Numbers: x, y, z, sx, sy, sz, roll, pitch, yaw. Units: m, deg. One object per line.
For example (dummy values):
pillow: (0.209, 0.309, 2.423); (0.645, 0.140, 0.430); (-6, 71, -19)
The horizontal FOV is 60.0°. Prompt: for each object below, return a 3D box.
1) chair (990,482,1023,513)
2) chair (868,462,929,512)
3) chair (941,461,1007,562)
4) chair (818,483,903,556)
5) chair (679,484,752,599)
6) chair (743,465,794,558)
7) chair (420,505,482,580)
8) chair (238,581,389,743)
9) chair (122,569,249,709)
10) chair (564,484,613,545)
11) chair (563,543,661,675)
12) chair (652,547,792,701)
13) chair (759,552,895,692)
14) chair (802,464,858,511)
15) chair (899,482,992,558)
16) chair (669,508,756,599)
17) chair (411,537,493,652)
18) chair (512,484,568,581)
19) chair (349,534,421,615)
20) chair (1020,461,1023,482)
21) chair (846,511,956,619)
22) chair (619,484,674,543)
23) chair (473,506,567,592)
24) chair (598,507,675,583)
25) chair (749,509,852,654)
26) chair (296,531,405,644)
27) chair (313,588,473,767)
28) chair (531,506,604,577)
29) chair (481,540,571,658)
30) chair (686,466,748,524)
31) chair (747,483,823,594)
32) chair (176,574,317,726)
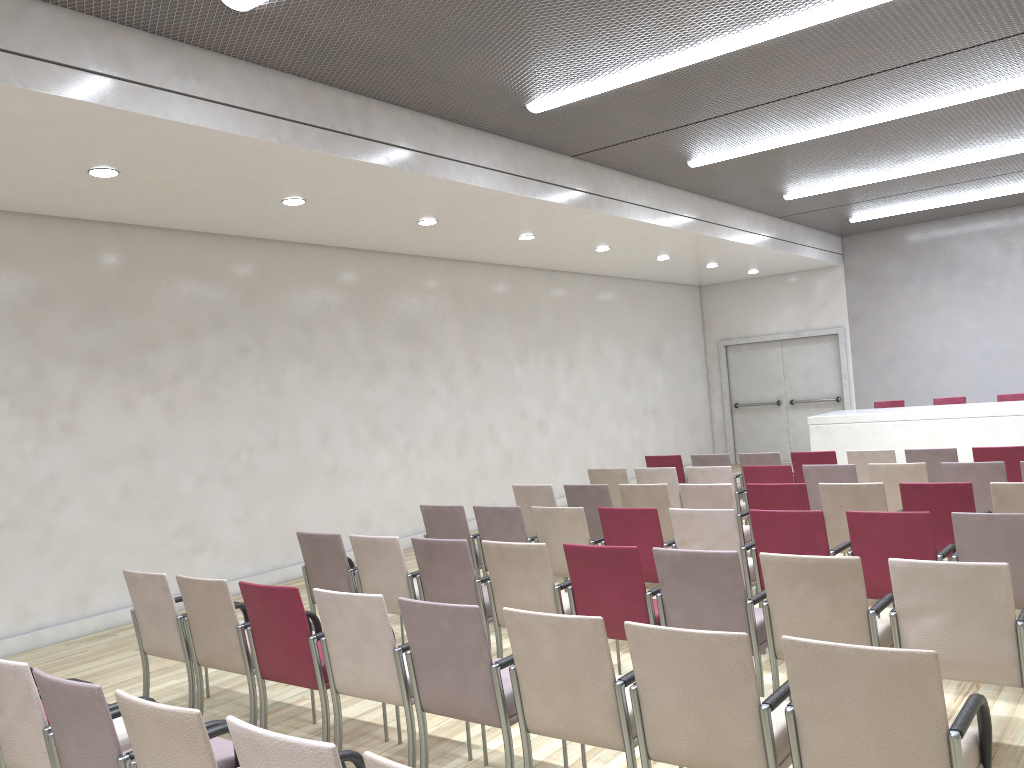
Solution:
chair: (3.443, 1.043, 5.763); (0.513, 0.890, 0.640); (-5, -1, 37)
chair: (3.323, 1.072, 7.408); (0.513, 0.890, 0.640); (-5, -1, 37)
chair: (3.758, 1.032, 7.058); (0.513, 0.890, 0.640); (-5, -1, 38)
chair: (2.576, 1.122, 6.429); (0.513, 0.890, 0.640); (-5, -1, 37)
chair: (1.705, 1.202, 7.084); (0.513, 0.890, 0.640); (-5, -1, 38)
chair: (2.463, 1.151, 8.072); (0.513, 0.890, 0.640); (-5, -1, 37)
chair: (-0.342, 1.372, 7.118); (0.513, 0.890, 0.640); (-5, -1, 37)
chair: (-0.966, 1.392, 4.488); (0.513, 0.890, 0.640); (-5, -1, 37)
chair: (-1.836, 1.472, 5.159); (0.513, 0.890, 0.640); (-5, -1, 38)
chair: (0.833, 1.282, 7.753); (0.513, 0.890, 0.640); (-5, -1, 37)
chair: (0.659, 1.262, 4.810); (0.513, 0.890, 0.640); (-5, -1, 37)
chair: (1.083, 1.223, 4.478); (0.513, 0.890, 0.640); (-5, -1, 37)
chair: (1.515, 1.183, 4.136); (0.513, 0.890, 0.640); (-5, -1, 37)
chair: (2.887, 1.112, 7.728); (0.513, 0.890, 0.640); (-5, -1, 38)
chair: (3.009, 1.082, 6.098); (0.513, 0.890, 0.640); (-5, -1, 37)
chair: (1.395, 1.212, 5.783); (0.513, 0.890, 0.640); (-5, -1, 37)
chair: (-0.222, 1.342, 5.463); (0.513, 0.890, 0.640); (-5, -1, 38)
chair: (0.392, 1.322, 8.089); (0.513, 0.890, 0.640); (-5, -1, 38)
chair: (-0.658, 1.382, 5.795); (0.513, 0.890, 0.640); (-5, -1, 38)
chair: (4.191, 0.992, 6.724); (0.513, 0.890, 0.640); (-5, -1, 38)
chair: (2.277, 1.131, 5.109); (0.513, 0.890, 0.640); (-5, -1, 37)
chair: (1.269, 1.242, 7.433); (0.513, 0.890, 0.640); (-5, -1, 36)
chair: (0.094, 1.332, 6.776); (0.513, 0.890, 0.640); (-5, -1, 37)
chair: (0.972, 1.251, 6.118); (0.513, 0.890, 0.640); (-5, -1, 37)
chair: (1.821, 1.173, 5.446); (0.513, 0.890, 0.640); (-5, -1, 38)
chair: (-1.081, 1.421, 6.138); (0.513, 0.890, 0.640); (-5, -1, 38)
chair: (-0.527, 1.352, 4.167); (0.513, 0.890, 0.640); (-5, -1, 37)
chair: (0.524, 1.292, 6.448); (0.513, 0.890, 0.640); (-5, -1, 37)
chair: (0.216, 1.302, 5.124); (0.513, 0.890, 0.640); (-5, -1, 38)
chair: (2.018, 1.192, 8.409); (0.513, 0.890, 0.640); (-5, -1, 37)
chair: (2.145, 1.162, 6.746); (0.513, 0.890, 0.640); (-5, -1, 36)
chair: (-1.406, 1.433, 4.828); (0.513, 0.890, 0.640); (-5, -1, 37)
